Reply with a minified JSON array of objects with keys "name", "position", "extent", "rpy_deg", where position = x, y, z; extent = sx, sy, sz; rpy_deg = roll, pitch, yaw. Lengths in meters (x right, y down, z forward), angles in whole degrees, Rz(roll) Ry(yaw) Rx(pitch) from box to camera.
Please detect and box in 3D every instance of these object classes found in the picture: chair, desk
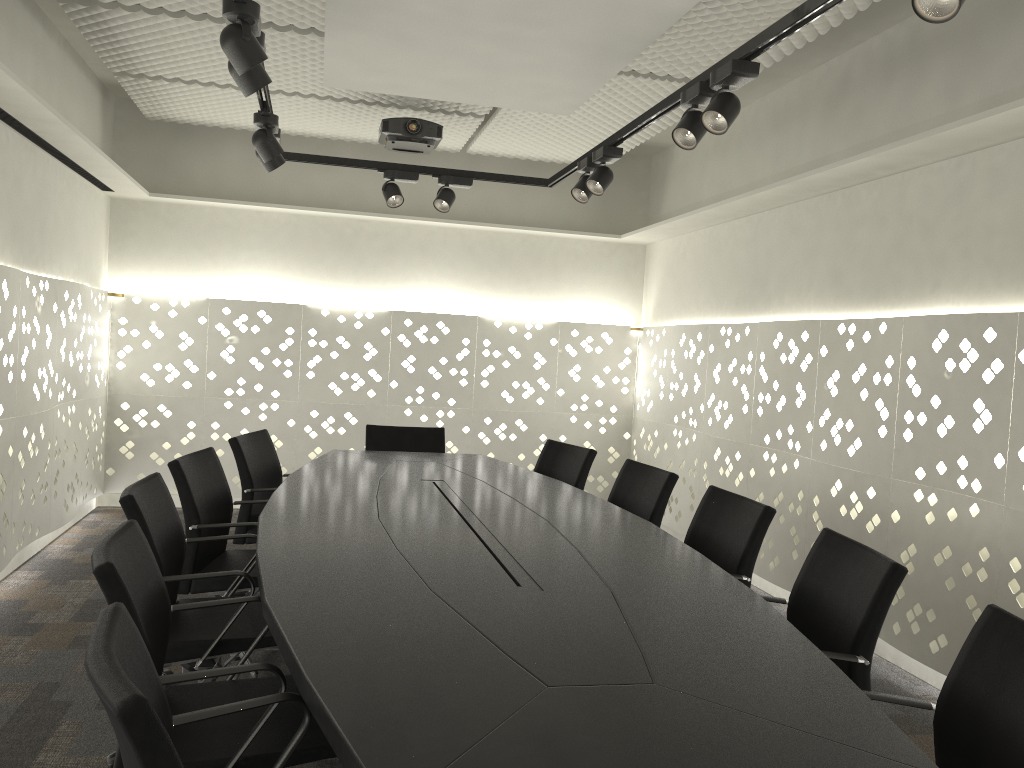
[{"name":"chair","position":[-0.966,0.603,3.903],"extent":[0.579,0.757,0.559],"rpy_deg":[4,2,7]},{"name":"chair","position":[-0.851,0.660,2.536],"extent":[0.579,0.757,0.559],"rpy_deg":[3,2,-8]},{"name":"chair","position":[0.343,0.695,3.488],"extent":[0.579,0.757,0.559],"rpy_deg":[3,2,-13]},{"name":"desk","position":[-0.163,0.744,2.730],"extent":[1.223,0.658,3.364],"rpy_deg":[3,2,-13]},{"name":"chair","position":[0.524,0.729,2.844],"extent":[0.579,0.757,0.559],"rpy_deg":[3,2,-8]},{"name":"chair","position":[0.635,0.761,2.178],"extent":[0.579,0.757,0.559],"rpy_deg":[3,2,2]},{"name":"chair","position":[0.679,0.789,1.487],"extent":[0.579,0.757,0.559],"rpy_deg":[4,2,7]},{"name":"chair","position":[-0.943,0.631,3.166],"extent":[0.579,0.757,0.559],"rpy_deg":[3,2,2]},{"name":"chair","position":[-0.372,0.734,1.321],"extent":[0.579,0.757,0.559],"rpy_deg":[2,2,-23]},{"name":"chair","position":[0.083,0.656,4.121],"extent":[0.579,0.757,0.559],"rpy_deg":[2,2,-23]},{"name":"chair","position":[-0.624,0.698,1.881],"extent":[0.579,0.757,0.559],"rpy_deg":[3,2,-13]},{"name":"chair","position":[-0.521,0.607,4.471],"extent":[0.559,0.757,0.579],"rpy_deg":[3,2,-8]}]

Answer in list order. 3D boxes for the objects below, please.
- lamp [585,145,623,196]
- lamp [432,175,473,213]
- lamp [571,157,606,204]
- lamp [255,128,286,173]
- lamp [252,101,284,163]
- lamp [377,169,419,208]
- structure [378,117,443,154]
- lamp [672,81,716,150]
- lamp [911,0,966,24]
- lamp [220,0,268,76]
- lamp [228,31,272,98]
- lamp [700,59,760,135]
[{"name":"lamp","position":[0.387,-0.929,3.829],"extent":[0.126,0.224,0.213],"rpy_deg":[3,2,-10]},{"name":"lamp","position":[-0.311,-0.999,4.614],"extent":[0.214,0.224,0.118],"rpy_deg":[2,2,-24]},{"name":"lamp","position":[0.339,-0.940,4.047],"extent":[0.126,0.224,0.213],"rpy_deg":[3,2,-10]},{"name":"lamp","position":[-1.027,-1.010,3.791],"extent":[0.126,0.224,0.213],"rpy_deg":[3,2,-10]},{"name":"lamp","position":[-0.979,-0.999,3.573],"extent":[0.126,0.224,0.213],"rpy_deg":[3,2,-10]},{"name":"lamp","position":[-0.586,-1.012,4.543],"extent":[0.213,0.224,0.126],"rpy_deg":[3,2,-10]},{"name":"structure","position":[-0.560,-1.362,4.865],"extent":[0.327,0.144,0.371],"rpy_deg":[3,2,-13]},{"name":"lamp","position":[0.594,-0.882,2.895],"extent":[0.126,0.224,0.213],"rpy_deg":[3,2,-10]},{"name":"lamp","position":[0.855,-0.823,1.718],"extent":[0.126,0.224,0.213],"rpy_deg":[3,2,-10]},{"name":"lamp","position":[-0.718,-0.940,2.396],"extent":[0.126,0.224,0.213],"rpy_deg":[3,2,-10]},{"name":"lamp","position":[-0.766,-0.951,2.614],"extent":[0.126,0.224,0.213],"rpy_deg":[3,2,-10]},{"name":"lamp","position":[0.642,-0.871,2.678],"extent":[0.126,0.224,0.213],"rpy_deg":[3,2,-10]}]
